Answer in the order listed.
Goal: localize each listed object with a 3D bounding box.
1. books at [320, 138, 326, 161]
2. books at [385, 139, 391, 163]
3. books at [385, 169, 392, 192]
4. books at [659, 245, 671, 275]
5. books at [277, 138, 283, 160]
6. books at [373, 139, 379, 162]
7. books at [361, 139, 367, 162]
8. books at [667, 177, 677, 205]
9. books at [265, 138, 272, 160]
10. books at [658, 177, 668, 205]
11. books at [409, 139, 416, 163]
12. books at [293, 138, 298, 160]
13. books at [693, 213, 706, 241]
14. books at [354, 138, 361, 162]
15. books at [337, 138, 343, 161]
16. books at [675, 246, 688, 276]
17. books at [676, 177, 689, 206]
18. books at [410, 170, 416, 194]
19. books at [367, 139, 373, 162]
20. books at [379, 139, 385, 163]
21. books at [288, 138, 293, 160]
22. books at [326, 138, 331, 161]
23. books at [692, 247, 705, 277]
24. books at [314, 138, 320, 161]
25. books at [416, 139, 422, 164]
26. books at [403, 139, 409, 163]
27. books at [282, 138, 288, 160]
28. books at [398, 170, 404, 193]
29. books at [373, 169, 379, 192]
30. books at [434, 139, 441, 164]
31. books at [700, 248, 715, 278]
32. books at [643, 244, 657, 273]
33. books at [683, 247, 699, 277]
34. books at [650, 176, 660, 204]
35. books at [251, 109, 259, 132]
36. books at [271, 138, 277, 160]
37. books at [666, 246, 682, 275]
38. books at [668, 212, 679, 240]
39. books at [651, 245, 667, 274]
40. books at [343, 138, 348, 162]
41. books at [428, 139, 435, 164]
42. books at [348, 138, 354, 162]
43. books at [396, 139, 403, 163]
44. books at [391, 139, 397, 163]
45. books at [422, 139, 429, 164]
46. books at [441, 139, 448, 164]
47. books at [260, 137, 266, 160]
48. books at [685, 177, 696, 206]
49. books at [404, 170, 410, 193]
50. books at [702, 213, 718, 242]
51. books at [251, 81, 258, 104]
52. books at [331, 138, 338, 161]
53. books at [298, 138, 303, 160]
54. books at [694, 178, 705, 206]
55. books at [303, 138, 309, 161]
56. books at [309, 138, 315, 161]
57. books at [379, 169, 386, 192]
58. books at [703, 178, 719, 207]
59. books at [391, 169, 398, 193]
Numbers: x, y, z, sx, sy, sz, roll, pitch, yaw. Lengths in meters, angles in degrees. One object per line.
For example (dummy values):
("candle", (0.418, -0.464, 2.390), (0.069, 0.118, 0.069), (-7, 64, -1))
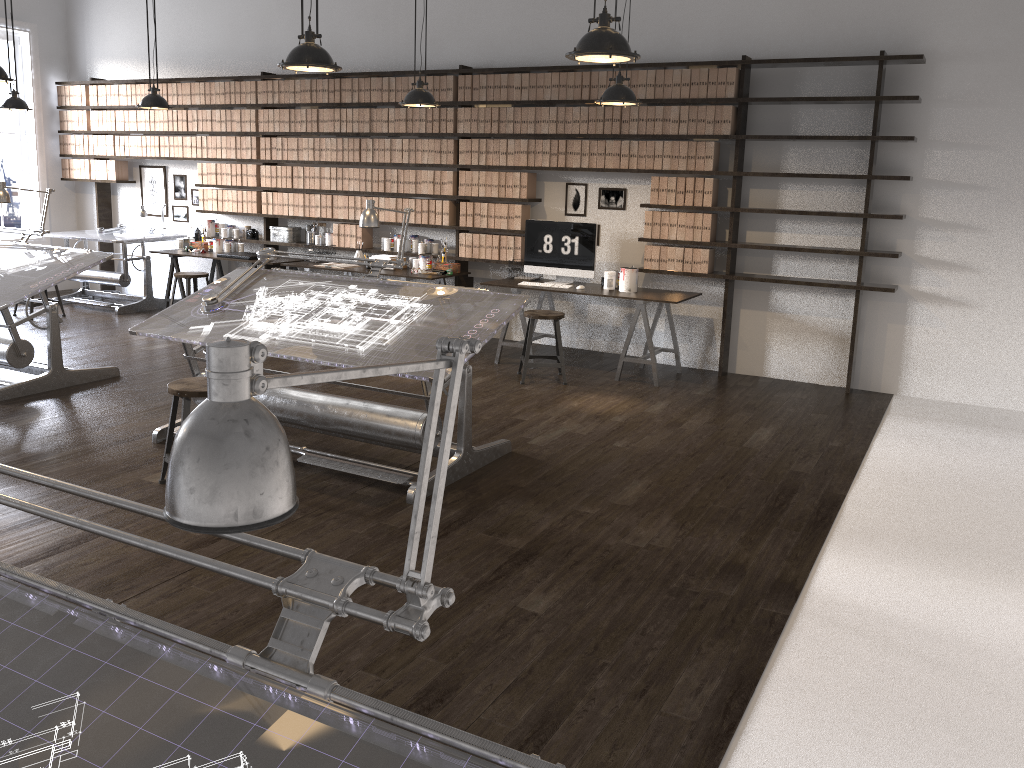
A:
("books", (-1.795, -2.287, 8.668), (0.067, 0.223, 0.175), (7, 13, 27))
("books", (-1.116, -2.181, 8.309), (0.067, 0.224, 0.176), (7, 13, 27))
("books", (-1.117, -1.911, 8.361), (0.067, 0.223, 0.176), (7, 13, 27))
("books", (1.264, -1.011, 7.215), (0.067, 0.223, 0.176), (7, 13, 27))
("books", (-2.284, -2.360, 8.915), (0.067, 0.223, 0.175), (7, 13, 27))
("books", (-1.235, -2.201, 8.377), (0.067, 0.223, 0.175), (7, 13, 27))
("books", (-1.361, -2.220, 8.442), (0.067, 0.223, 0.176), (7, 13, 27))
("books", (1.306, -1.545, 7.101), (0.067, 0.223, 0.175), (7, 13, 27))
("books", (-2.413, -2.380, 8.981), (0.067, 0.224, 0.176), (7, 13, 27))
("books", (1.246, -1.555, 7.137), (0.067, 0.223, 0.175), (7, 13, 27))
("books", (-0.873, -2.145, 8.188), (0.067, 0.223, 0.176), (7, 13, 27))
("books", (-2.100, -2.332, 8.818), (0.067, 0.224, 0.176), (7, 13, 27))
("books", (1.504, -1.246, 7.046), (0.067, 0.223, 0.176), (7, 13, 27))
("books", (-1.429, -2.229, 8.472), (0.067, 0.224, 0.176), (7, 13, 27))
("books", (-1.609, -2.256, 8.563), (0.067, 0.224, 0.176), (7, 13, 27))
("books", (1.377, -0.993, 7.153), (0.067, 0.224, 0.176), (7, 13, 27))
("books", (1.371, -1.536, 7.072), (0.067, 0.223, 0.176), (7, 13, 27))
("books", (-0.873, -1.872, 8.228), (0.067, 0.224, 0.176), (7, 13, 27))
("books", (-1.300, -2.209, 8.406), (0.067, 0.223, 0.175), (7, 13, 27))
("books", (-1.173, -2.191, 8.344), (0.067, 0.223, 0.176), (7, 13, 27))
("books", (-2.157, -2.342, 8.854), (0.067, 0.223, 0.176), (7, 13, 27))
("books", (-1.735, -2.276, 8.632), (0.067, 0.223, 0.175), (7, 13, 27))
("books", (1.503, -0.975, 7.094), (0.067, 0.223, 0.175), (7, 13, 27))
("books", (-1.857, -2.296, 8.698), (0.067, 0.223, 0.176), (7, 13, 27))
("books", (-0.811, -2.136, 8.158), (0.067, 0.223, 0.175), (7, 13, 27))
("books", (-0.937, -2.154, 8.217), (0.067, 0.224, 0.176), (7, 13, 27))
("books", (-2.219, -2.351, 8.886), (0.067, 0.223, 0.175), (7, 13, 27))
("books", (-0.992, -1.892, 8.296), (0.067, 0.223, 0.175), (7, 13, 27))
("books", (-1.249, -1.931, 8.430), (0.067, 0.223, 0.176), (7, 13, 27))
("books", (-0.630, -2.106, 8.057), (0.067, 0.224, 0.176), (7, 13, 27))
("books", (1.557, -0.965, 7.059), (0.067, 0.224, 0.176), (7, 13, 27))
("books", (1.146, -1.030, 7.278), (0.067, 0.223, 0.176), (7, 13, 27))
("books", (1.440, -0.984, 7.125), (0.067, 0.223, 0.176), (7, 13, 27))
("books", (1.183, -1.565, 7.169), (0.067, 0.223, 0.176), (7, 13, 27))
("books", (-2.572, -2.674, 9.019), (0.067, 0.224, 0.176), (7, 13, 27))
("books", (-2.344, -2.371, 8.951), (0.067, 0.223, 0.176), (7, 13, 27))
("books", (1.319, -1.003, 7.185), (0.067, 0.223, 0.176), (7, 13, 27))
("books", (1.325, -1.273, 7.137), (0.067, 0.223, 0.175), (7, 13, 27))
("books", (1.203, -1.019, 7.242), (0.067, 0.224, 0.176), (7, 13, 27))
("books", (-1.551, -2.249, 8.538), (0.067, 0.223, 0.176), (7, 13, 27))
("books", (-0.689, -2.115, 8.087), (0.067, 0.223, 0.176), (7, 13, 27))
("books", (-1.492, -2.240, 8.510), (0.067, 0.223, 0.176), (7, 13, 27))
("books", (-1.000, -2.164, 8.252), (0.067, 0.223, 0.176), (7, 13, 27))
("books", (-1.055, -2.173, 8.282), (0.067, 0.223, 0.176), (7, 13, 27))
("books", (-0.751, -2.126, 8.123), (0.067, 0.223, 0.175), (7, 13, 27))
("books", (-0.572, -2.099, 8.032), (0.067, 0.223, 0.176), (7, 13, 27))
("books", (-2.476, -2.391, 9.020), (0.067, 0.223, 0.176), (7, 13, 27))
("books", (1.435, -1.525, 7.033), (0.067, 0.224, 0.176), (7, 13, 27))
("books", (-0.930, -1.882, 8.264), (0.067, 0.223, 0.176), (7, 13, 27))
("books", (1.566, -1.237, 7.015), (0.067, 0.223, 0.176), (7, 13, 27))
("books", (-2.558, -2.942, 8.965), (0.067, 0.223, 0.176), (7, 13, 27))
("books", (-1.673, -2.266, 8.596), (0.067, 0.223, 0.176), (7, 13, 27))
("books", (-2.039, -2.324, 8.791), (0.067, 0.223, 0.176), (7, 13, 27))
("books", (1.503, -1.516, 7.004), (0.067, 0.223, 0.176), (7, 13, 27))
("books", (-1.984, -2.315, 8.761), (0.067, 0.223, 0.176), (7, 13, 27))
("books", (-1.921, -2.305, 8.726), (0.067, 0.224, 0.176), (7, 13, 27))
("books", (-1.186, -1.921, 8.391), (0.067, 0.224, 0.176), (7, 13, 27))
("books", (1.569, -1.505, 6.967), (0.067, 0.223, 0.176), (7, 13, 27))
("books", (-1.057, -1.901, 8.325), (0.067, 0.223, 0.175), (7, 13, 27))
